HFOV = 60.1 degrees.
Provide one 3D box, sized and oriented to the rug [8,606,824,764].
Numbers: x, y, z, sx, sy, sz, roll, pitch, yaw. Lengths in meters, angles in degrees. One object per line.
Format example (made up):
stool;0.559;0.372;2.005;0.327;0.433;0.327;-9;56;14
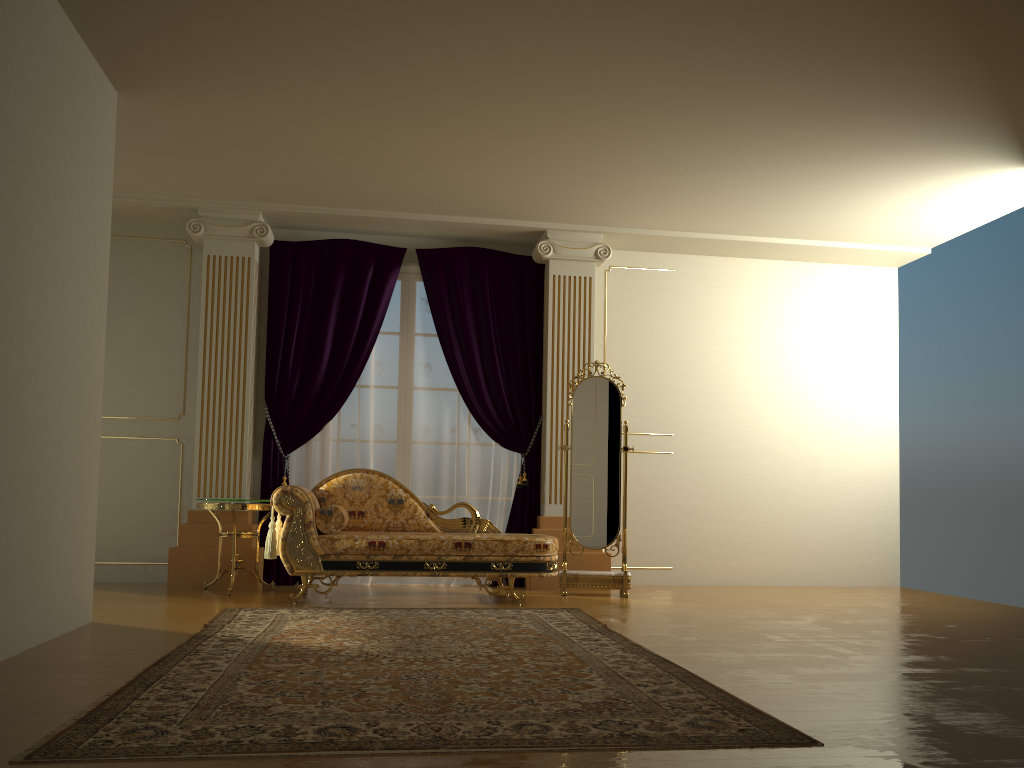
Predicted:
rug;-0.404;1.152;3.823;2.117;0.017;3.098;2;-8;-8

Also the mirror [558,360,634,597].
mirror;0.603;0.670;6.383;0.541;1.691;0.244;1;-4;2

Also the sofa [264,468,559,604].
sofa;-0.629;0.993;5.873;1.894;0.867;0.697;2;-5;-8

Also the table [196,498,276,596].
table;-1.885;1.113;6.083;0.572;0.639;0.574;-3;-7;36

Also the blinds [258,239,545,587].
blinds;-0.821;0.233;6.870;2.236;2.639;0.340;2;-4;-8
